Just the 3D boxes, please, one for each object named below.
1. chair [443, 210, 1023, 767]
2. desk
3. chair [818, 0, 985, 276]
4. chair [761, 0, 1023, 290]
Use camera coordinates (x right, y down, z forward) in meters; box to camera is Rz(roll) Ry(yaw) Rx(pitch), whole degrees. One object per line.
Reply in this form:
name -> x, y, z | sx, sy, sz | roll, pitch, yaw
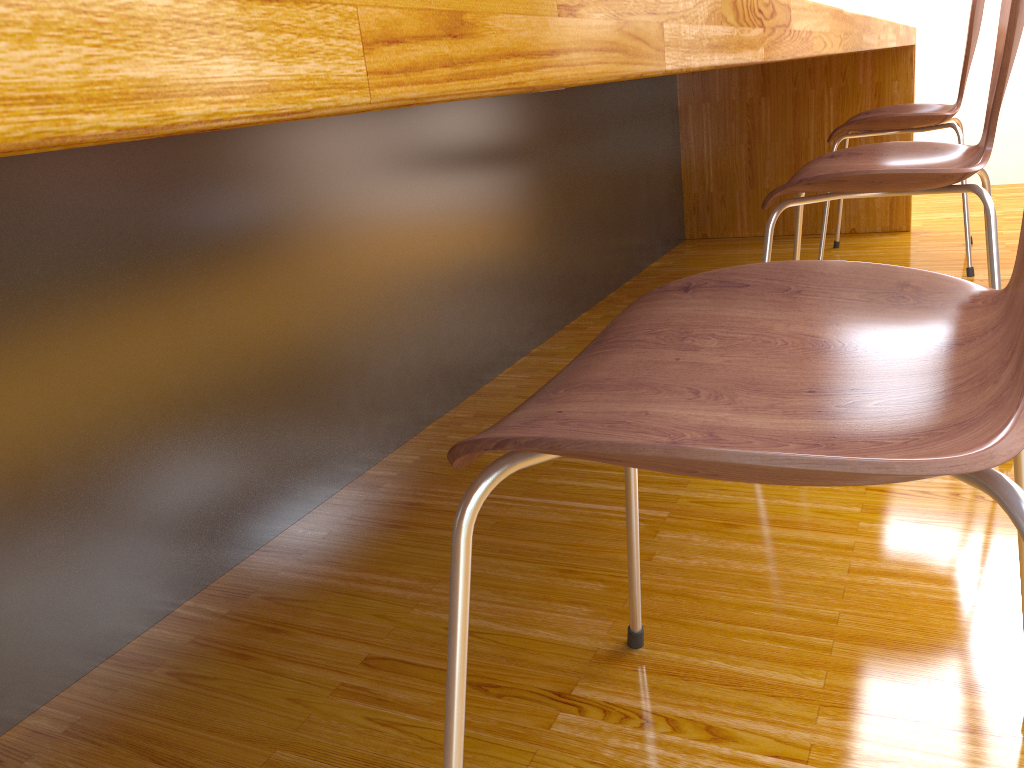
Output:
chair -> 0.165, 0.018, 0.566 | 0.381, 0.693, 0.428 | 2, 20, 26
desk -> 0.264, -0.305, 1.654 | 0.760, 0.606, 3.356 | 2, 20, 26
chair -> 1.025, -0.668, 2.344 | 0.381, 0.693, 0.428 | 2, 20, 26
chair -> 0.581, -0.300, 1.385 | 0.381, 0.693, 0.428 | 2, 20, 26
